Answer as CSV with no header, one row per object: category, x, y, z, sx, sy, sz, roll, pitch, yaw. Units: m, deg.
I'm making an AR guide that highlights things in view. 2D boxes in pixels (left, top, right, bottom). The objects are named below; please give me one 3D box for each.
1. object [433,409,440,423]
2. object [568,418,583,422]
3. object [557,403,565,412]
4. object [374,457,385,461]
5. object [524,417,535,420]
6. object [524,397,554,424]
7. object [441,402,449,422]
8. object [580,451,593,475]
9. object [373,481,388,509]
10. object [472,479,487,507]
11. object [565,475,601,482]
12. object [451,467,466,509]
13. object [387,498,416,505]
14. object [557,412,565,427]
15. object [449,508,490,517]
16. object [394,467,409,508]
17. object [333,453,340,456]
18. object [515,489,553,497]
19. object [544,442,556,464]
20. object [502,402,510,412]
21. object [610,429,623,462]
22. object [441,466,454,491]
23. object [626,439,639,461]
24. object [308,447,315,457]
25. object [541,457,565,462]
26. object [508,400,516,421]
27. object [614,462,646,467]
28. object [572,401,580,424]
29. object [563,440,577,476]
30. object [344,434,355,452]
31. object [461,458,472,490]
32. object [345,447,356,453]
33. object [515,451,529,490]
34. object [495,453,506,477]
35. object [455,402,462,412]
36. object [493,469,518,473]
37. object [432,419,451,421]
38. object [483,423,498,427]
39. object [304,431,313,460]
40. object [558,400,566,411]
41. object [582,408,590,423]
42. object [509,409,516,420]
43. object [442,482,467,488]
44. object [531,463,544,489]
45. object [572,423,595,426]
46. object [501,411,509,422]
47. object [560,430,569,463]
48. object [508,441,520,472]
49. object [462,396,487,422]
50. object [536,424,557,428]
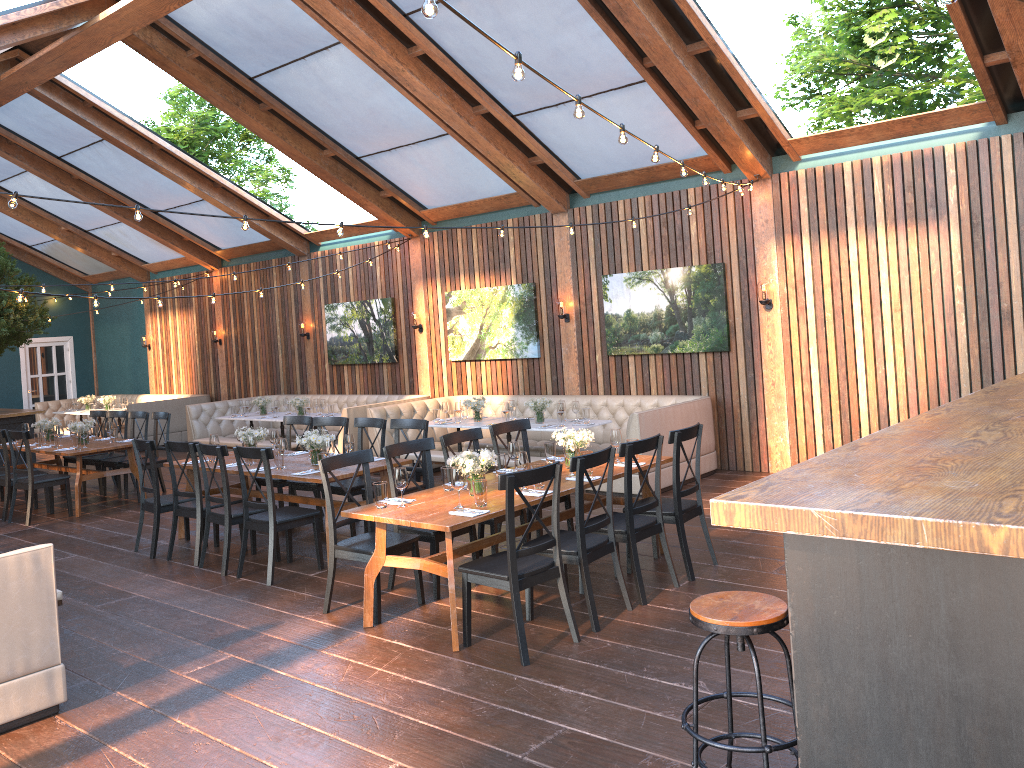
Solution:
object,-0.926,0.392,10.898,0.091,0.158,0.092,-3,1,27
object,0.737,0.408,10.028,0.157,0.019,0.256,-1,5,41
object,0.539,0.332,9.696,0.092,0.244,0.092,-4,1,-7
object,-1.218,0.650,7.604,0.157,0.019,0.256,-1,5,41
object,0.169,0.413,10.518,0.157,0.019,0.256,-1,5,41
object,0.306,0.290,10.065,0.336,0.309,0.330,-3,2,15
object,-0.820,0.342,10.890,0.092,0.244,0.092,-4,1,-1
object,0.529,0.556,6.232,0.092,0.158,0.092,-4,1,-23
object,-0.819,0.696,5.525,0.092,0.158,0.092,-4,1,-23
object,-0.192,0.664,5.375,0.092,0.158,0.092,-4,1,-23
object,0.472,0.640,6.071,0.254,0.019,0.158,0,5,41
object,-0.324,0.629,5.373,0.092,0.244,0.092,-4,1,-7
object,-0.722,0.749,5.674,0.254,0.019,0.158,0,5,41
object,0.534,0.383,9.587,0.091,0.158,0.092,-3,1,27
object,-0.267,0.750,5.213,0.254,0.019,0.158,0,5,41
object,-0.689,0.645,5.513,0.092,0.244,0.092,-4,1,-7
object,-1.643,0.650,8.018,0.157,0.019,0.256,-1,5,41
object,0.128,0.691,5.677,0.254,0.019,0.158,0,5,41
object,0.296,0.530,6.828,0.092,0.158,0.092,-4,1,-23
object,-0.066,0.337,10.213,0.092,0.244,0.092,-4,1,-7
object,0.788,0.464,6.678,0.092,0.244,0.092,-4,1,-7
object,-0.431,0.639,5.963,0.092,0.158,0.092,-4,1,-23
object,0.915,0.499,6.681,0.092,0.158,0.092,-4,1,-23
object,-1.821,0.588,8.083,0.092,0.158,0.092,-4,1,-23
object,0.370,0.586,6.958,0.254,0.019,0.158,0,5,41
object,0.001,0.315,10.475,0.092,0.244,0.092,-4,1,-7
object,0.842,0.585,6.509,0.254,0.019,0.158,0,5,41
object,0.710,0.313,9.797,0.092,0.244,0.092,-4,1,-7
object,0.411,0.521,6.229,0.092,0.244,0.092,-4,1,-7
object,-1.385,0.552,7.557,0.092,0.244,0.092,-4,1,-7
object,-0.305,0.588,5.959,0.092,0.244,0.092,-4,1,-7
object,-1.397,0.588,7.665,0.092,0.158,0.092,-4,1,-23
object,0.069,0.571,5.829,0.092,0.244,0.092,-4,1,-7
object,-0.083,0.587,6.380,0.092,0.158,0.092,-4,1,-23
object,-0.646,0.342,10.723,0.092,0.244,0.092,-4,1,-1
object,-0.002,0.642,6.524,0.254,0.019,0.158,0,5,41
object,-0.855,0.446,11.051,0.254,0.019,0.158,0,5,41
object,-0.218,0.464,10.170,0.157,0.019,0.256,-1,5,41
object,-1.820,0.553,7.965,0.092,0.244,0.092,-4,1,-7
object,0.569,0.310,9.986,0.092,0.244,0.092,-4,1,-7
object,0.822,0.349,9.789,0.091,0.158,0.092,-3,1,27
object,0.012,0.350,10.584,0.091,0.158,0.092,-3,1,27
object,-0.343,0.692,6.122,0.254,0.019,0.158,0,5,41
object,0.173,0.607,5.833,0.092,0.158,0.092,-4,1,-23
object,0.761,0.434,9.637,0.254,0.019,0.158,0,5,41
object,-0.071,0.388,10.104,0.091,0.158,0.092,-3,1,27
object,0.409,0.482,6.801,0.092,0.244,0.092,-4,1,-7
object,0.018,0.539,6.358,0.092,0.244,0.092,-4,1,-7
object,-0.428,0.298,10.670,0.329,0.309,0.336,-5,2,-27
object,0.387,0.458,9.653,0.157,0.019,0.256,-1,5,41
